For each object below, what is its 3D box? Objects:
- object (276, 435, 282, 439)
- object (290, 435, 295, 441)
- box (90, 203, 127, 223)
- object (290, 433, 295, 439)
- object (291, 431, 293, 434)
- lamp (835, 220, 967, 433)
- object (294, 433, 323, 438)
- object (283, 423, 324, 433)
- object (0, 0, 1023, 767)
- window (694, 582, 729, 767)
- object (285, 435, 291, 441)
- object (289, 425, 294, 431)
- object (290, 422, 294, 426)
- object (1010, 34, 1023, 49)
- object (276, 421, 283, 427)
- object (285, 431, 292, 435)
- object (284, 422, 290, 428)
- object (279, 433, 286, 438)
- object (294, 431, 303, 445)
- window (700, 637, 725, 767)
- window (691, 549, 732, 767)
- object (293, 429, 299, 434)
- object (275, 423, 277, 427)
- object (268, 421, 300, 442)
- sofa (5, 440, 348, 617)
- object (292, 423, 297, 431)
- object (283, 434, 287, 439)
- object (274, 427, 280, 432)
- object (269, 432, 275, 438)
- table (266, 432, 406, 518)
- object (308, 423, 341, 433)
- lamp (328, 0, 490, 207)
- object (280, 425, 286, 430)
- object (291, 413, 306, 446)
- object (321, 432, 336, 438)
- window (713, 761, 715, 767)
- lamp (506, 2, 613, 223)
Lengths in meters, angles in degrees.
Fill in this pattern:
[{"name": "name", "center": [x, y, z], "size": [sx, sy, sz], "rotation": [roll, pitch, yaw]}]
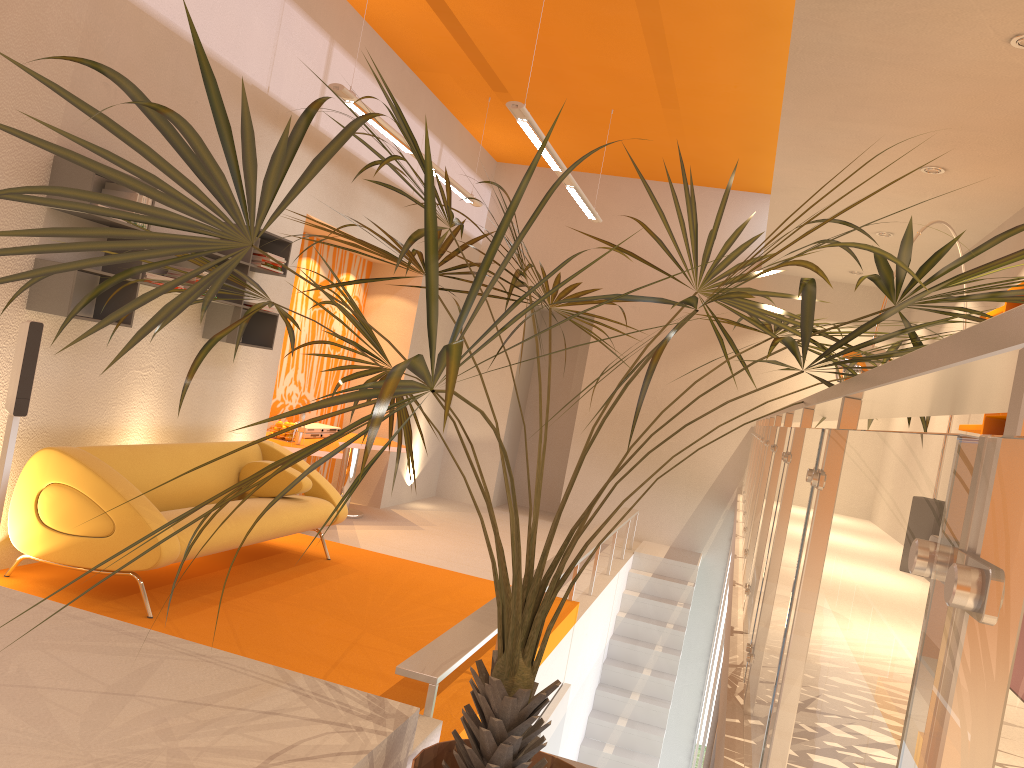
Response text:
[{"name": "object", "center": [-1.960, 0.442, 7.484], "size": [0.050, 0.055, 0.061], "rotation": [11, 0, 5]}, {"name": "object", "center": [-1.873, 0.455, 7.514], "size": [0.061, 0.053, 0.053], "rotation": [10, 0, 2]}, {"name": "box", "center": [-2.172, -0.900, 4.619], "size": [0.232, 0.047, 0.232], "rotation": [11, 0, 15]}, {"name": "object", "center": [-1.877, 0.448, 7.572], "size": [0.060, 0.057, 0.052], "rotation": [10, 0, -38]}, {"name": "object", "center": [-1.887, 0.396, 7.524], "size": [0.064, 0.053, 0.051], "rotation": [10, 0, -38]}, {"name": "lamp", "center": [2.426, 0.096, 5.473], "size": [0.315, 2.259, 2.077], "rotation": [11, 0, 38]}, {"name": "object", "center": [-1.912, 0.453, 8.112], "size": [0.262, 0.049, 0.349], "rotation": [11, 0, 15]}, {"name": "object", "center": [-1.903, 0.405, 8.112], "size": [0.262, 0.049, 0.349], "rotation": [11, 0, 15]}, {"name": "object", "center": [-0.002, 0.292, 2.407], "size": [3.098, 2.600, 3.241], "rotation": [11, 0, 23]}, {"name": "window", "center": [1.460, 3.199, 7.108], "size": [0.006, 3.760, 2.311], "rotation": [11, 0, 15]}, {"name": "object", "center": [-1.881, 0.453, 7.455], "size": [0.053, 0.053, 0.061], "rotation": [11, 0, 5]}, {"name": "object", "center": [-1.862, 0.375, 7.487], "size": [0.053, 0.051, 0.063], "rotation": [11, 0, 5]}, {"name": "object", "center": [-1.882, 0.355, 7.577], "size": [0.063, 0.051, 0.053], "rotation": [11, 0, 7]}, {"name": "object", "center": [2.178, -1.459, 3.726], "size": [0.143, 0.059, 0.143], "rotation": [10, 0, -13]}, {"name": "object", "center": [-1.956, 0.340, 7.464], "size": [0.050, 0.060, 0.059], "rotation": [10, 0, -41]}, {"name": "object", "center": [-1.878, 0.401, 7.447], "size": [0.053, 0.055, 0.060], "rotation": [10, 0, 3]}, {"name": "object", "center": [-1.912, 0.346, 7.526], "size": [0.051, 0.053, 0.063], "rotation": [10, 0, -39]}, {"name": "object", "center": [-1.928, 0.424, 7.453], "size": [0.052, 0.053, 0.062], "rotation": [10, 0, -3]}, {"name": "object", "center": [-1.773, 0.450, 7.363], "size": [0.060, 0.106, 0.060], "rotation": [10, 0, -43]}, {"name": "window", "center": [-0.473, 2.016, 1.868], "size": [0.481, 5.399, 8.922], "rotation": [11, 0, 27]}, {"name": "window", "center": [2.019, 3.299, 9.269], "size": [0.006, 3.760, 2.078], "rotation": [11, 0, 15]}, {"name": "object", "center": [-1.850, 0.405, 7.567], "size": [0.063, 0.051, 0.053], "rotation": [11, 0, 19]}, {"name": "object", "center": [-1.983, 0.348, 7.526], "size": [0.051, 0.053, 0.063], "rotation": [10, 0, -27]}, {"name": "object", "center": [-1.927, 0.387, 7.520], "size": [0.207, 0.174, 0.189], "rotation": [11, 0, 15]}, {"name": "sofa", "center": [-1.838, 0.751, 5.331], "size": [0.929, 0.706, 2.081], "rotation": [11, 0, 15]}, {"name": "object", "center": [-1.847, 0.366, 7.539], "size": [0.057, 0.060, 0.052], "rotation": [11, 0, 38]}, {"name": "object", "center": [-1.927, 0.439, 7.534], "size": [0.057, 0.060, 0.052], "rotation": [10, 0, -34]}, {"name": "object", "center": [-1.983, 0.385, 7.472], "size": [0.053, 0.054, 0.061], "rotation": [11, 0, 6]}, {"name": "object", "center": [-2.017, 0.429, 7.474], "size": [0.053, 0.052, 0.062], "rotation": [10, 0, -1]}, {"name": "table", "center": [-1.730, 0.897, 8.227], "size": [0.969, 0.760, 2.573], "rotation": [11, 0, 15]}, {"name": "object", "center": [-1.814, 0.421, 8.456], "size": [0.262, 0.049, 0.349], "rotation": [11, 0, 15]}, {"name": "lamp", "center": [-0.663, -2.356, 7.351], "size": [0.120, 1.052, 3.195], "rotation": [11, 0, 15]}, {"name": "object", "center": [-1.929, 0.375, 7.484], "size": [0.061, 0.051, 0.055], "rotation": [11, 0, 44]}, {"name": "object", "center": [-1.760, 0.360, 7.377], "size": [0.101, 0.288, 0.088], "rotation": [10, 0, -15]}, {"name": "object", "center": [-1.829, 0.467, 8.457], "size": [0.250, 0.049, 0.349], "rotation": [11, 0, 15]}, {"name": "window", "center": [-0.548, 0.787, 0.666], "size": [0.908, 1.393, 6.719], "rotation": [11, 0, 34]}, {"name": "lamp", "center": [0.506, -2.139, 7.039], "size": [0.120, 1.052, 3.195], "rotation": [11, 0, 15]}]
